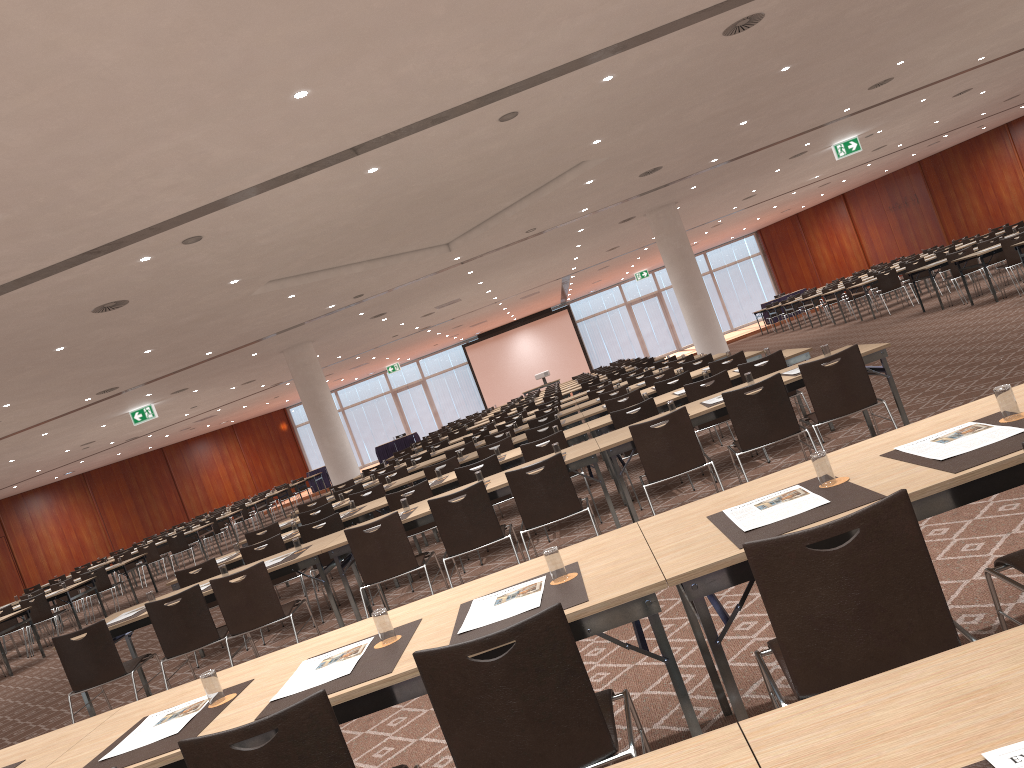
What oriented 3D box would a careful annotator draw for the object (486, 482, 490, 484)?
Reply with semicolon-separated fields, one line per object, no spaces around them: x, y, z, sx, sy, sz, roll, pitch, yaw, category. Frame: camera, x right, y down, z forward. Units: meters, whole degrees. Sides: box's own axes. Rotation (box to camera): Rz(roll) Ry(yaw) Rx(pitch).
-0.219;0.806;7.153;0.101;0.001;0.102;-21;0;-30;object

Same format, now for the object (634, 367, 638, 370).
2.389;-0.267;17.007;0.054;0.114;0.054;-20;1;37;object

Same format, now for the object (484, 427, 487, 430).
-0.445;0.794;15.181;0.054;0.114;0.054;-20;1;37;object

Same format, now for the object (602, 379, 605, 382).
1.775;-0.038;17.037;0.054;0.114;0.054;-20;1;15;object

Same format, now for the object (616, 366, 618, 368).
2.671;-0.395;22.491;0.054;0.114;0.054;-20;1;37;object

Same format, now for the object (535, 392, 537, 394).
0.732;0.307;26.619;0.054;0.114;0.054;-20;1;37;object

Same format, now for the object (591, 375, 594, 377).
2.055;-0.167;22.518;0.054;0.114;0.054;-20;1;37;object

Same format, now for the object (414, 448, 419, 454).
-1.861;1.311;17.267;0.054;0.114;0.054;-20;1;15;object

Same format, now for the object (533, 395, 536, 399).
0.634;0.352;24.611;0.054;0.114;0.054;-20;1;37;object

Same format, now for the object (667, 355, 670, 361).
3.002;-0.494;16.963;0.054;0.114;0.054;-20;1;-8;object

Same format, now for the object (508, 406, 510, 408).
-0.074;0.624;22.666;0.054;0.114;0.054;-21;1;-30;object

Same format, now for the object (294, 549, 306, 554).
-1.731;1.367;7.241;0.101;0.001;0.102;-21;0;-30;object

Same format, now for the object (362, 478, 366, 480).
-2.545;1.634;15.303;0.102;0.001;0.102;-20;0;-8;object

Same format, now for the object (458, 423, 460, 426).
-1.479;1.136;24.762;0.054;0.114;0.054;-20;1;37;object

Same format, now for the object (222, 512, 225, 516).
-7.520;3.387;23.126;0.054;0.114;0.054;-21;1;-30;object

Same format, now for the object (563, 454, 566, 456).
0.387;0.581;7.112;0.101;0.001;0.102;-21;0;-30;object

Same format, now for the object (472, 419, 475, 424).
-0.986;0.962;22.723;0.054;0.114;0.054;-21;1;-30;object

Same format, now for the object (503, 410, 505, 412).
-0.169;0.668;20.655;0.054;0.114;0.054;-21;1;-30;object

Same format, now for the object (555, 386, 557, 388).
1.242;0.127;24.582;0.054;0.114;0.054;-20;1;37;object

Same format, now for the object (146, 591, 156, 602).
-2.976;1.768;7.317;0.054;0.114;0.054;-21;1;-30;object

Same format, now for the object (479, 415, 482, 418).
-0.871;0.911;24.714;0.054;0.114;0.054;-20;1;37;object

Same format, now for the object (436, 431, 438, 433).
-2.093;1.364;24.788;0.054;0.114;0.054;-21;1;-30;object

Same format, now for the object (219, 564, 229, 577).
-2.367;1.542;7.294;0.054;0.114;0.054;-20;1;37;object

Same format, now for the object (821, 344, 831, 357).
2.477;-0.256;6.988;0.054;0.114;0.054;-21;1;-30;object

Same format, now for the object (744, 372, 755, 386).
1.881;-0.034;7.013;0.054;0.114;0.054;-20;1;37;object

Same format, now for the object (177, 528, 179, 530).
-8.737;3.838;23.219;0.054;0.114;0.054;-21;1;-30;object

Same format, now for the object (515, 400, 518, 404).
0.136;0.528;26.653;0.054;0.114;0.054;-20;1;37;object

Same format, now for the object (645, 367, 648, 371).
2.285;-0.219;14.995;0.054;0.114;0.054;-21;1;-30;object

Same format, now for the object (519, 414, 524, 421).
0.160;0.570;15.138;0.054;0.114;0.054;-20;1;37;object

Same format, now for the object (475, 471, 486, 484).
-0.257;0.759;7.146;0.054;0.114;0.054;-21;1;-30;object

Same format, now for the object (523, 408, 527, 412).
0.252;0.527;17.132;0.054;0.114;0.054;-20;1;-8;object

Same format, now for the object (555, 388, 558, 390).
1.148;0.170;22.583;0.054;0.114;0.054;-21;1;-30;object

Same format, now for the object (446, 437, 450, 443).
-1.249;1.084;17.236;0.054;0.114;0.054;-20;1;37;object

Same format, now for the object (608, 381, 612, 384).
1.674;0.008;15.040;0.054;0.114;0.054;-21;1;-30;object

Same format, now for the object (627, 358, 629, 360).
3.478;-0.712;26.440;0.054;0.114;0.054;-21;1;-30;object

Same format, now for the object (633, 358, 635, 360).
3.367;-0.662;24.441;0.054;0.114;0.054;-21;1;-30;object

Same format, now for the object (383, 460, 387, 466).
-2.481;1.541;17.300;0.054;0.114;0.054;-20;1;-8;object

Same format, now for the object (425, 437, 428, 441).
-2.192;1.410;22.802;0.054;0.114;0.054;-21;1;-30;object

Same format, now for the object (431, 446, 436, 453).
-1.354;1.131;15.226;0.054;0.114;0.054;-20;1;15;object

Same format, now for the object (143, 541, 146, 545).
-9.650;4.177;23.271;0.054;0.114;0.054;-20;1;37;object

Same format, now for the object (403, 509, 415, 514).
-0.838;1.036;7.192;0.101;0.001;0.102;-21;0;-30;object

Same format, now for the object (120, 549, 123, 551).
-10.259;4.403;23.312;0.054;0.114;0.054;-20;1;37;object

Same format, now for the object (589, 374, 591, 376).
2.165;-0.216;24.527;0.054;0.114;0.054;-20;1;37;object

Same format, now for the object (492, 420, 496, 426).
-0.346;0.748;17.174;0.054;0.114;0.054;-20;1;-8;object

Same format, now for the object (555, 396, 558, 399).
0.866;0.299;17.090;0.054;0.114;0.054;-20;1;-8;object

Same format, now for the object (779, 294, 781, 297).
10.094;-3.335;33.382;0.054;0.114;0.054;-20;1;15;object

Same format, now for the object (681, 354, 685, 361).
2.898;-0.447;14.957;0.054;0.114;0.054;-20;1;37;object

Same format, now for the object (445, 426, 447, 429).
-1.985;1.315;26.784;0.054;0.114;0.054;-21;1;-30;object

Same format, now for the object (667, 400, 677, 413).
1.275;0.191;7.053;0.054;0.114;0.054;-20;1;37;object

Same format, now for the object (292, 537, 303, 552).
-1.756;1.315;7.255;0.054;0.114;0.054;-21;1;-30;object

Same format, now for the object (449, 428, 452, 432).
-1.581;1.183;22.752;0.054;0.114;0.054;-21;1;-30;object

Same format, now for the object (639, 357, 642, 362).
3.265;-0.615;22.448;0.054;0.114;0.054;-21;1;-30;object

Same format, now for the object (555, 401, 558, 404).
0.767;0.344;15.096;0.054;0.114;0.054;-20;1;37;object

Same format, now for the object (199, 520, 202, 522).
-8.130;3.613;23.179;0.054;0.114;0.054;-21;1;-30;object

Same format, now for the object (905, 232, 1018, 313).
8.801;-2.137;16.653;2.267;0.833;0.953;-20;0;3;object

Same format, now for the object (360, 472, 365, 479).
-2.578;1.586;15.318;0.054;0.114;0.054;-20;1;37;object

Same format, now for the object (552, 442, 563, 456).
0.363;0.529;7.103;0.054;0.114;0.054;-21;1;-30;object

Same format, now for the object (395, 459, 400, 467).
-1.967;1.359;15.276;0.054;0.114;0.054;-20;1;15;object

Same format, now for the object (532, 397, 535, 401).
0.545;0.394;22.617;0.054;0.114;0.054;-21;1;-30;object
